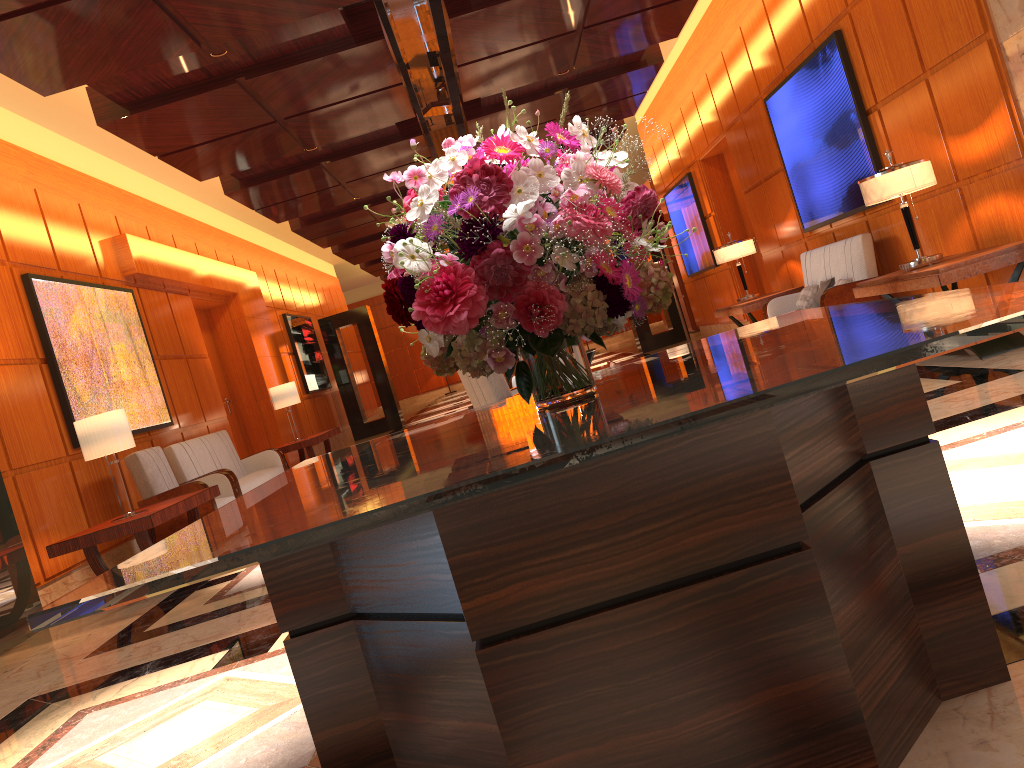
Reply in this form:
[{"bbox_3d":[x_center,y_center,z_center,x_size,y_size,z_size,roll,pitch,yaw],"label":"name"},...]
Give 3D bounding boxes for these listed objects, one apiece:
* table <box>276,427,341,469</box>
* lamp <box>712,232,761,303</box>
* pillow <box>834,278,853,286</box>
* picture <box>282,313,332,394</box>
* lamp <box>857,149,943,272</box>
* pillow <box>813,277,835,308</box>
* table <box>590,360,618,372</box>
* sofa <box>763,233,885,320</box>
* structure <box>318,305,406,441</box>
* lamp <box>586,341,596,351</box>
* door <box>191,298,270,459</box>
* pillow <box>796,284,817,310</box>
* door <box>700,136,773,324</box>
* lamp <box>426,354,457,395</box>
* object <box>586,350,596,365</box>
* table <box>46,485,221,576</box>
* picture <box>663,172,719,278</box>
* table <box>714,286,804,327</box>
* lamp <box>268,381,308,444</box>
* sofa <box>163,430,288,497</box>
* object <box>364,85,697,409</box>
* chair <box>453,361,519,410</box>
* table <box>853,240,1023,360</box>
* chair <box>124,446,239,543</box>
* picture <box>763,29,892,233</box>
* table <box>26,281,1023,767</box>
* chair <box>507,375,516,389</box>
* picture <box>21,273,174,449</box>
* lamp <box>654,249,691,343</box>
[{"bbox_3d":[-2.604,0.964,11.304,0.724,0.534,1.169,-17,2,3],"label":"table"},{"bbox_3d":[2.558,-1.337,9.998,0.461,0.793,0.456,-18,1,-38],"label":"lamp"},{"bbox_3d":[2.887,-0.800,7.796,0.202,0.229,0.273,-17,1,3],"label":"pillow"},{"bbox_3d":[-3.747,-0.565,16.334,0.056,1.452,1.998,-17,2,0],"label":"picture"},{"bbox_3d":[2.590,-1.159,5.843,0.458,0.810,0.460,-17,1,9],"label":"lamp"},{"bbox_3d":[2.913,-0.842,8.243,0.160,0.253,0.358,-17,2,-3],"label":"pillow"},{"bbox_3d":[0.631,0.159,7.685,0.722,0.496,1.562,-17,2,3],"label":"table"},{"bbox_3d":[2.859,-0.785,8.223,0.612,0.932,1.800,-17,2,1],"label":"sofa"},{"bbox_3d":[-2.976,-0.219,17.608,0.985,2.497,0.500,-17,0,0],"label":"structure"},{"bbox_3d":[2.262,-1.837,28.238,0.806,1.660,0.815,-16,1,40],"label":"lamp"},{"bbox_3d":[-3.801,0.205,11.749,0.340,2.651,1.500,-17,1,0],"label":"door"},{"bbox_3d":[2.886,-0.843,8.678,0.195,0.227,0.345,-17,2,5],"label":"pillow"},{"bbox_3d":[3.223,-1.939,11.815,0.340,2.651,1.538,-17,1,0],"label":"door"},{"bbox_3d":[-2.180,-0.481,28.209,0.806,1.660,0.815,-16,1,40],"label":"lamp"},{"bbox_3d":[0.522,-0.394,7.802,0.791,0.617,0.416,-18,1,-23],"label":"object"},{"bbox_3d":[-2.569,1.170,6.293,0.724,0.534,1.169,-17,2,3],"label":"table"},{"bbox_3d":[2.814,-2.468,14.074,0.056,1.452,1.998,-17,2,0],"label":"picture"},{"bbox_3d":[2.833,-0.670,9.933,0.725,0.606,1.271,-17,2,0],"label":"table"},{"bbox_3d":[1.177,-0.641,6.395,0.337,0.734,12.928,-17,2,-41],"label":"lamp"},{"bbox_3d":[-2.856,0.920,9.093,0.612,0.932,1.800,-17,2,1],"label":"sofa"},{"bbox_3d":[0.028,-0.280,1.973,0.651,0.658,0.679,-17,1,-9],"label":"object"},{"bbox_3d":[0.069,0.140,6.192,0.631,0.960,0.735,-17,1,-21],"label":"chair"},{"bbox_3d":[2.863,-0.497,5.711,0.725,0.606,1.271,-17,2,0],"label":"table"},{"bbox_3d":[-2.739,0.941,7.478,0.629,0.960,0.738,-17,1,-1],"label":"chair"},{"bbox_3d":[2.855,-2.227,8.213,0.056,1.452,1.998,-17,2,0],"label":"picture"},{"bbox_3d":[0.234,0.392,1.956,1.600,0.744,1.601,-17,2,0],"label":"table"},{"bbox_3d":[0.333,-0.069,9.176,0.735,0.961,0.631,-17,1,19],"label":"chair"},{"bbox_3d":[-3.690,-0.226,8.072,0.056,1.452,1.998,-17,2,0],"label":"picture"},{"bbox_3d":[2.286,-1.175,12.715,0.528,1.660,0.359,-17,0,-10],"label":"lamp"}]
